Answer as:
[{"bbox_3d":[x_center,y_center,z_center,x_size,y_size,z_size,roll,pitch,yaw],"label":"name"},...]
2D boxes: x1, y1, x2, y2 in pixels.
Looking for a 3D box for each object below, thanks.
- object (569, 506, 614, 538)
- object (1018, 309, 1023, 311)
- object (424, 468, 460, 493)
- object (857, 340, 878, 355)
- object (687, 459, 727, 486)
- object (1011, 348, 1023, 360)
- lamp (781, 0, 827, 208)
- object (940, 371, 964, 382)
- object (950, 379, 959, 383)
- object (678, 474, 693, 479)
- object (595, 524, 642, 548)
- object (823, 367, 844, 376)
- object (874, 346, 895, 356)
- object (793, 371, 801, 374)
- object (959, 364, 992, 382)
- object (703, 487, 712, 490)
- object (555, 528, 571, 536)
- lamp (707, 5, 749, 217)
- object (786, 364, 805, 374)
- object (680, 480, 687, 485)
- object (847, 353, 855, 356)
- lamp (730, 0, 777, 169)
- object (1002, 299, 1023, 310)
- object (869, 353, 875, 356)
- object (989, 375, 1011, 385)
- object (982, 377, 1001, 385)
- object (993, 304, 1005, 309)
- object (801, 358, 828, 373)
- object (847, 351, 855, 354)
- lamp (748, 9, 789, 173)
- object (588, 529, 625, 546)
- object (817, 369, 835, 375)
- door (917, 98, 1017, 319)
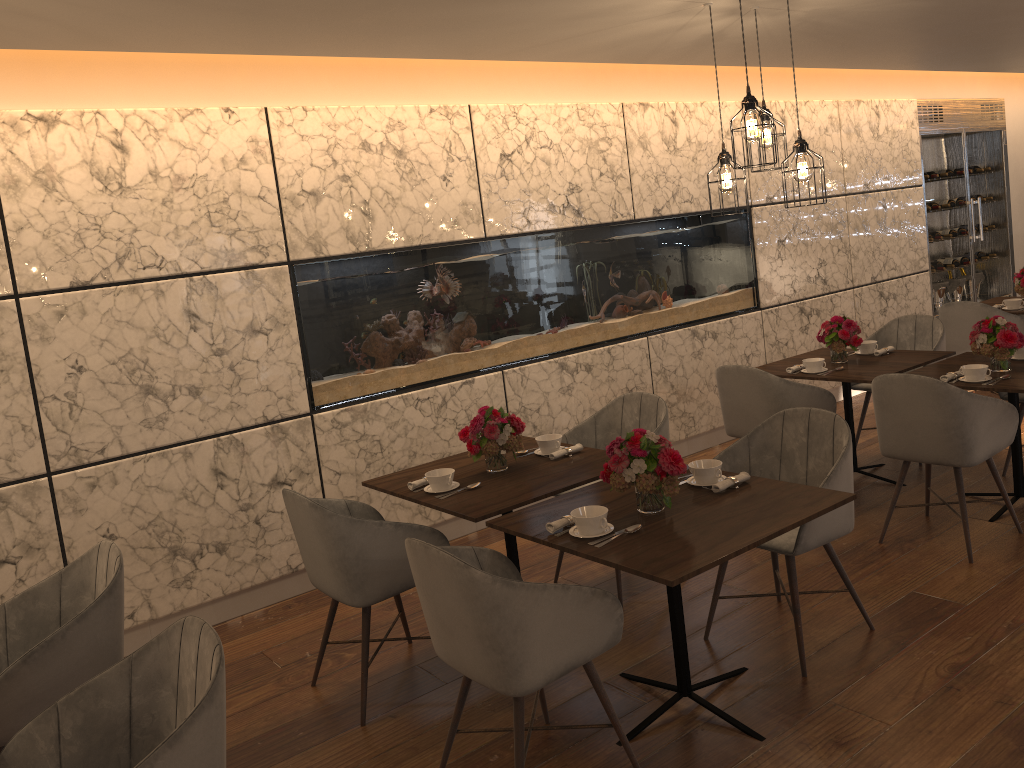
[{"bbox_3d":[0.256,0.451,2.888,0.148,0.072,0.149,-2,10,31],"label":"object"},{"bbox_3d":[3.807,-0.559,6.557,0.212,0.004,0.022,-14,11,-36],"label":"object"},{"bbox_3d":[-0.291,0.398,3.626,0.148,0.072,0.149,-2,10,31],"label":"object"},{"bbox_3d":[2.214,-0.226,5.522,0.148,0.072,0.149,-6,9,7],"label":"object"},{"bbox_3d":[0.718,0.330,3.274,0.148,0.072,0.149,-2,10,31],"label":"object"},{"bbox_3d":[2.761,-0.172,4.784,0.148,0.072,0.149,-6,9,7],"label":"object"},{"bbox_3d":[1.195,-1.816,3.877,0.176,2.058,0.175,-11,7,-34],"label":"lamp"},{"bbox_3d":[2.234,-0.041,4.491,0.176,0.039,0.056,-14,11,-36],"label":"object"},{"bbox_3d":[2.263,-0.034,4.470,0.193,0.024,0.025,-14,10,-36],"label":"object"},{"bbox_3d":[0.639,0.356,3.357,0.198,0.015,0.043,-15,12,-39],"label":"object"},{"bbox_3d":[0.343,0.482,2.812,0.198,0.015,0.043,-15,12,-39],"label":"object"},{"bbox_3d":[1.839,-0.074,5.059,0.198,0.015,0.043,-15,12,-39],"label":"object"},{"bbox_3d":[2.284,-0.203,5.432,0.176,0.039,0.056,-14,11,-36],"label":"object"},{"bbox_3d":[1.715,-0.088,5.208,0.193,0.024,0.025,-14,10,-36],"label":"object"},{"bbox_3d":[2.300,-0.051,4.398,0.148,0.072,0.149,-6,9,7],"label":"object"},{"bbox_3d":[0.761,0.360,3.207,0.193,0.024,0.025,-14,10,-36],"label":"object"},{"bbox_3d":[0.219,0.468,2.960,0.193,0.024,0.025,-14,10,-36],"label":"object"},{"bbox_3d":[0.901,-1.810,4.064,0.176,2.058,0.175,-11,7,-34],"label":"lamp"},{"bbox_3d":[1.686,-0.095,5.229,0.176,0.039,0.056,-14,11,-36],"label":"object"},{"bbox_3d":[0.655,0.365,3.325,0.212,0.004,0.022,-14,11,-36],"label":"object"},{"bbox_3d":[2.151,-0.191,5.572,0.212,0.004,0.022,-14,11,-36],"label":"object"},{"bbox_3d":[0.911,-1.942,3.664,0.176,2.058,0.175,-11,7,-34],"label":"lamp"},{"bbox_3d":[3.736,-0.593,6.601,0.148,0.072,0.149,-6,9,7],"label":"object"},{"bbox_3d":[2.257,-0.196,5.455,0.193,0.024,0.025,-14,10,-36],"label":"object"},{"bbox_3d":[2.386,-0.020,4.321,0.198,0.015,0.043,-15,12,-39],"label":"object"},{"bbox_3d":[2.371,-0.018,4.354,0.212,0.004,0.022,-14,11,-36],"label":"object"},{"bbox_3d":[3.670,-0.583,6.694,0.176,0.039,0.056,-14,11,-36],"label":"object"},{"bbox_3d":[1.752,-0.105,5.136,0.148,0.072,0.149,-6,9,7],"label":"object"},{"bbox_3d":[2.135,-0.200,5.604,0.198,0.015,0.043,-15,12,-39],"label":"object"},{"bbox_3d":[1.138,-2.064,4.236,0.176,2.058,0.175,-11,7,-34],"label":"lamp"},{"bbox_3d":[0.328,0.484,2.845,0.212,0.004,0.022,-14,11,-36],"label":"object"},{"bbox_3d":[1.824,-0.072,5.092,0.212,0.004,0.022,-14,11,-36],"label":"object"},{"bbox_3d":[4.551,-1.574,8.771,1.868,2.454,0.134,-12,8,-36],"label":"door"}]
